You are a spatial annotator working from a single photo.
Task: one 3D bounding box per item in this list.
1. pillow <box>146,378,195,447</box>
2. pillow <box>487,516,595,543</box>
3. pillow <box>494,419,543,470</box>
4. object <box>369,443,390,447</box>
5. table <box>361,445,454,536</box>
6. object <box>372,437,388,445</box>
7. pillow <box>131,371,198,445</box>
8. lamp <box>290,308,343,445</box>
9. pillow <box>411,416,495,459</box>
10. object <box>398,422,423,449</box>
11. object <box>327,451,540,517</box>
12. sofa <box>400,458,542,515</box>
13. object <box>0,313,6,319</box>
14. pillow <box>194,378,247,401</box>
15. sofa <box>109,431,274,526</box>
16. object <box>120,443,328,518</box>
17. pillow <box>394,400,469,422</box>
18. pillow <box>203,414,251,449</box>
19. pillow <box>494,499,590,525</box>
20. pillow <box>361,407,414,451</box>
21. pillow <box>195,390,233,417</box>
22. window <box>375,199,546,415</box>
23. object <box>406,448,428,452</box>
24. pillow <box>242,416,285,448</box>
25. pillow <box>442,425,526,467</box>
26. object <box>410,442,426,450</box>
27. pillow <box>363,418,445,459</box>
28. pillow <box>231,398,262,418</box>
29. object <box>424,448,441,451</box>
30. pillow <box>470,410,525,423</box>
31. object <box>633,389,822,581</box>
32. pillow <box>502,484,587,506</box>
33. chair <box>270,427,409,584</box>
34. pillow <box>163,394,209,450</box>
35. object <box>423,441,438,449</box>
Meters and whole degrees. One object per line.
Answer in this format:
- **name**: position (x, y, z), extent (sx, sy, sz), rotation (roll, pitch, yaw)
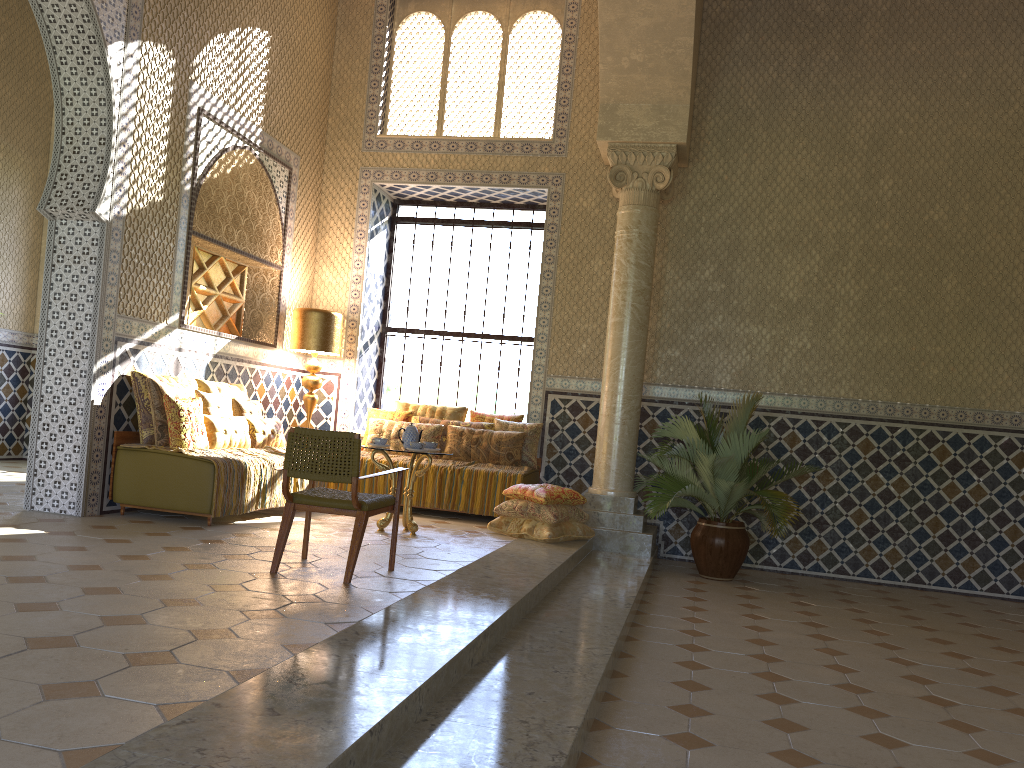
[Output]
- **pillow**: position (-3.847, 0.354, 10.104), extent (0.383, 0.780, 0.835), rotation (5, -1, 13)
- **pillow**: position (0.384, 1.836, 11.287), extent (0.989, 0.368, 1.046), rotation (4, -3, 37)
- **pillow**: position (0.049, 0.880, 12.992), extent (0.740, 0.693, 0.341), rotation (5, 0, 13)
- **object**: position (-1.572, 0.728, 10.494), extent (0.256, 0.032, 0.256), rotation (6, -3, -9)
- **table**: position (-1.272, 1.259, 10.423), extent (1.098, 0.981, 1.103), rotation (4, -2, 42)
- **object**: position (-1.568, 0.690, 10.493), extent (0.184, 0.100, 0.183), rotation (5, -2, -7)
- **pillow**: position (-3.991, 0.310, 10.365), extent (0.422, 0.832, 1.194), rotation (5, -2, 12)
- **lamp**: position (-3.029, 0.307, 13.287), extent (0.738, 2.815, 0.735), rotation (5, 0, -19)
- **pillow**: position (-0.930, 0.828, 13.183), extent (1.340, 0.615, 0.371), rotation (5, 0, 12)
- **object**: position (-1.200, 0.614, 10.455), extent (0.273, 0.324, 0.199), rotation (5, 0, 2)
- **object**: position (-1.150, 1.415, 12.909), extent (2.882, 0.718, 1.316), rotation (5, -2, 12)
- **sofa**: position (-1.099, 1.431, 12.962), extent (2.846, 0.938, 1.275), rotation (5, -2, 12)
- **object**: position (-8.102, -0.606, 11.544), extent (2.253, 3.554, 2.757), rotation (5, -1, 16)
- **pillow**: position (-3.740, 0.387, 11.534), extent (0.422, 0.832, 1.194), rotation (5, -2, 12)
- **sofa**: position (-3.450, 1.119, 10.873), extent (1.272, 0.937, 2.855), rotation (5, -2, 12)
- **object**: position (-3.392, 1.114, 10.848), extent (1.312, 0.718, 2.891), rotation (5, -2, 13)
- **pillow**: position (-1.305, 0.701, 13.509), extent (1.191, 0.833, 0.423), rotation (5, 0, 12)
- **pillow**: position (-3.449, 0.609, 10.689), extent (0.271, 0.450, 0.984), rotation (5, -2, 12)
- **pillow**: position (0.382, 1.633, 11.280), extent (0.929, 0.347, 0.883), rotation (4, -3, 33)
- **pillow**: position (-1.905, 0.718, 13.414), extent (0.740, 0.693, 0.341), rotation (5, 0, 13)
- **pillow**: position (-3.619, 0.442, 10.815), extent (0.340, 0.693, 0.742), rotation (5, -1, 13)
- **window**: position (-3.613, -1.250, 14.909), extent (8.477, 3.992, 0.574), rotation (5, 0, 8)
- **object**: position (-1.081, 0.755, 10.098), extent (0.255, 0.032, 0.256), rotation (5, -3, 8)
- **pillow**: position (-3.252, 0.669, 11.604), extent (0.271, 0.450, 0.984), rotation (5, -2, 12)
- **pillow**: position (-0.418, 0.916, 12.848), extent (1.190, 0.547, 0.329), rotation (5, 0, 12)
- **object**: position (-1.076, 0.718, 10.098), extent (0.183, 0.100, 0.184), rotation (5, -2, 8)
- **pillow**: position (-1.611, 0.818, 13.106), extent (1.190, 0.547, 0.329), rotation (5, 0, 12)
- **pillow**: position (-3.452, 0.523, 11.601), extent (0.313, 0.638, 0.682), rotation (5, -1, 13)
- **object**: position (-0.994, 0.792, 10.730), extent (0.256, 0.032, 0.256), rotation (6, -3, -9)
- **pillow**: position (-0.288, 0.817, 13.348), extent (0.854, 0.801, 0.394), rotation (5, 0, 13)
- **object**: position (2.877, 1.305, 11.508), extent (2.642, 2.503, 2.165), rotation (5, -1, -1)
- **pillow**: position (0.415, 1.426, 11.266), extent (0.750, 0.311, 0.802), rotation (7, -3, -44)
- **chair**: position (-1.504, 0.994, 7.588), extent (0.949, 1.210, 0.908), rotation (5, -1, 12)
- **pillow**: position (-3.631, 0.460, 9.910), extent (0.344, 0.651, 0.686), rotation (5, -1, 12)
- **object**: position (-0.990, 0.754, 10.728), extent (0.183, 0.100, 0.183), rotation (5, -2, 1)
